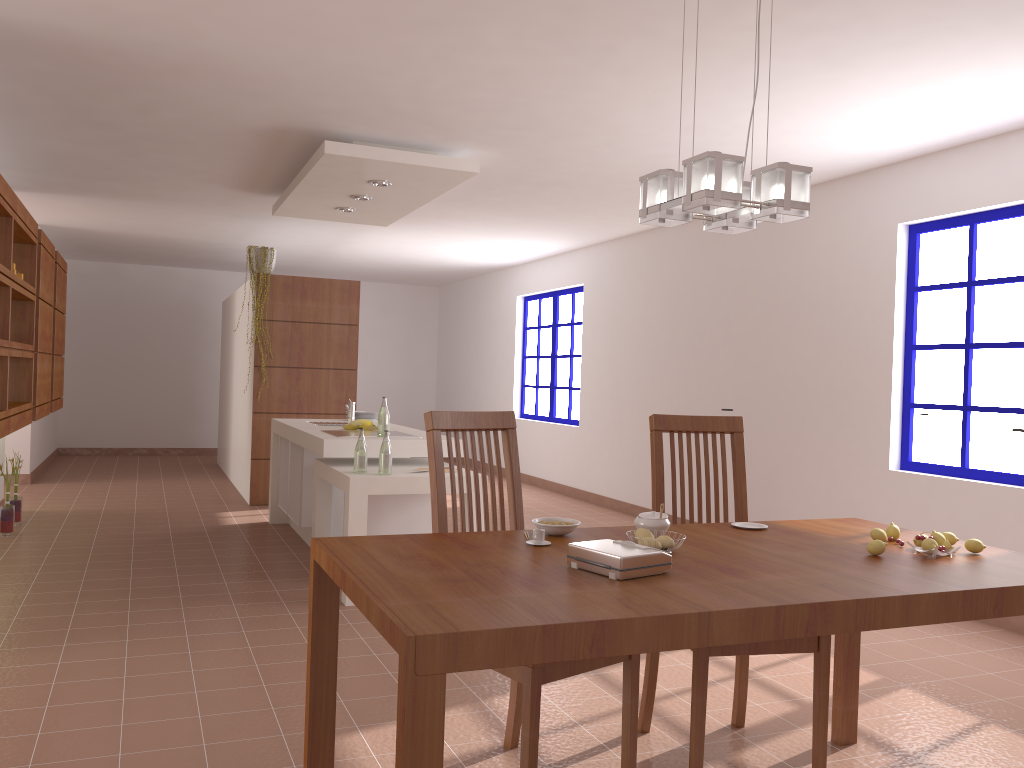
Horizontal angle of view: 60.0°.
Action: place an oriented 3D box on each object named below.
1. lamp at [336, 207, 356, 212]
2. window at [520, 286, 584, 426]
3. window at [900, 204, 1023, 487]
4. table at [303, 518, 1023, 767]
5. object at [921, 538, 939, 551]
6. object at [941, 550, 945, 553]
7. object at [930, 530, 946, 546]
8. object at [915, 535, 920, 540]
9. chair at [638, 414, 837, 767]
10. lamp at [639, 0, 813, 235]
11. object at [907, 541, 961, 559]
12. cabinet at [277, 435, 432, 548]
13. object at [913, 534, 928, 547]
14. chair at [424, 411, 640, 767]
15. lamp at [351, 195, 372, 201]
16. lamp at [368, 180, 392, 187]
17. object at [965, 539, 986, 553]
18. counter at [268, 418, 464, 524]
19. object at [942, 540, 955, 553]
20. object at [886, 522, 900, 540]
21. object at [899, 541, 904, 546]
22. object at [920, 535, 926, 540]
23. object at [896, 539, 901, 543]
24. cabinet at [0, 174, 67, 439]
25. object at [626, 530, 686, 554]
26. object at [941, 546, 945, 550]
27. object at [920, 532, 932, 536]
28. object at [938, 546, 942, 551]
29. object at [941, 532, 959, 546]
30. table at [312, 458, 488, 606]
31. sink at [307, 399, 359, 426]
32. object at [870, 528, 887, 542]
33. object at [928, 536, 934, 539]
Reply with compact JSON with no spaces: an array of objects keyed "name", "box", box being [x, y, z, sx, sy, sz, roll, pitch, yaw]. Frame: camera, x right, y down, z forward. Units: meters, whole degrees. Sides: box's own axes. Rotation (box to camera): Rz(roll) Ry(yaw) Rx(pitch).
[{"name":"lamp","box":[-1.208,-1.287,6.456,0.143,0.059,0.143,2,0,6]},{"name":"window","box":[0.461,-0.297,9.672,0.035,1.430,1.699,2,0,-23]},{"name":"window","box":[2.636,-0.197,4.406,0.035,1.430,1.699,2,0,-23]},{"name":"table","box":[0.475,0.798,2.204,1.800,0.740,0.900,2,0,-23]},{"name":"object","box":[1.082,0.419,2.296,0.042,0.038,0.043,2,0,44]},{"name":"object","box":[1.116,0.437,2.300,0.013,0.014,0.014,2,0,7]},{"name":"object","box":[1.153,0.422,2.402,0.039,0.049,0.039,2,0,-15]},{"name":"object","box":[1.102,0.416,2.405,0.014,0.014,0.013,2,0,35]},{"name":"chair","box":[0.671,0.640,2.798,0.444,1.063,0.574,2,0,-13]},{"name":"lamp","box":[0.542,-0.870,2.229,0.304,0.919,0.304,2,0,-23]},{"name":"object","box":[1.095,0.431,2.305,0.092,0.032,0.091,2,0,-23]},{"name":"cabinet","box":[-1.054,0.747,5.957,0.737,0.700,2.048,2,0,-23]},{"name":"object","box":[1.118,0.429,2.418,0.041,0.039,0.044,2,0,31]},{"name":"chair","box":[0.028,0.620,2.531,0.444,1.063,0.574,2,0,-42]},{"name":"lamp","box":[-1.016,-1.278,5.995,0.143,0.059,0.143,2,0,6]},{"name":"lamp","box":[-0.822,-1.269,5.528,0.143,0.059,0.143,2,0,-39]},{"name":"object","box":[1.235,0.432,2.368,0.043,0.038,0.043,2,0,-33]},{"name":"counter","box":[-1.077,0.696,6.007,0.821,0.800,2.156,2,0,-23]},{"name":"object","box":[1.155,0.431,2.346,0.033,0.036,0.039,2,0,15]},{"name":"object","box":[1.093,0.423,2.545,0.038,0.053,0.039,2,0,12]},{"name":"object","box":[1.069,0.438,2.434,0.014,0.014,0.012,2,0,-34]},{"name":"object","box":[1.108,0.415,2.391,0.014,0.014,0.012,2,0,-1]},{"name":"object","box":[1.079,0.439,2.478,0.014,0.012,0.014,2,0,-19]},{"name":"cabinet","box":[-3.167,-0.372,5.066,0.754,1.200,4.718,2,0,-23]},{"name":"object","box":[0.364,0.403,2.248,0.151,0.041,0.151,2,0,27]},{"name":"object","box":[1.126,0.429,2.318,0.014,0.014,0.012,2,0,-10]},{"name":"object","box":[1.123,0.410,2.409,0.034,0.011,0.037,2,0,28]},{"name":"object","box":[1.106,0.432,2.327,0.040,0.023,0.049,2,0,23]},{"name":"object","box":[1.214,0.431,2.470,0.043,0.038,0.043,2,0,-33]},{"name":"table","box":[-0.673,0.792,5.036,0.737,0.647,1.003,2,0,-23]},{"name":"sink","box":[-1.227,0.284,6.393,0.404,0.368,0.668,2,0,-23]},{"name":"object","box":[1.026,0.424,2.481,0.042,0.041,0.041,2,0,42]},{"name":"object","box":[1.125,0.416,2.382,0.012,0.014,0.014,2,0,-42]}]
